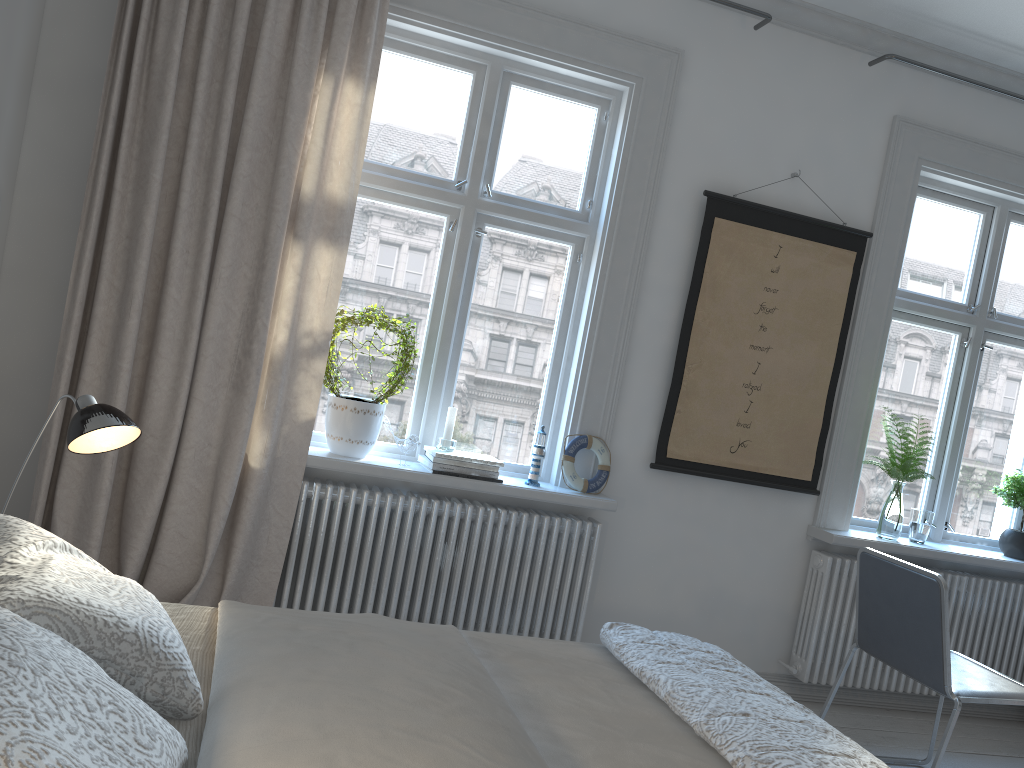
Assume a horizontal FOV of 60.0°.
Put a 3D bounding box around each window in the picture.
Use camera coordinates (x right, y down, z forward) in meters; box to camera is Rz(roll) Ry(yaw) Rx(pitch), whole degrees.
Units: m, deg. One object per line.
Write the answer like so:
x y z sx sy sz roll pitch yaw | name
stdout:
-10.646 -4.441 13.864 25.663 15.029 26.510 10 1 -15 | window
-3.686 -1.337 4.185 7.985 7.013 11.951 10 1 -15 | window

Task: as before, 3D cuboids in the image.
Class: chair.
1.433 1.008 2.971 0.525 0.798 0.561 10 2 -15 | chair

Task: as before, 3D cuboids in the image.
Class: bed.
-0.244 0.591 1.354 2.178 1.047 1.886 10 1 -15 | bed

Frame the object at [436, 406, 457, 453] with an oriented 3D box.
-0.237 0.168 3.344 0.074 0.173 0.074 12 2 30 | object

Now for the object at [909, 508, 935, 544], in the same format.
1.800 0.629 3.914 0.097 0.146 0.097 10 2 -9 | object

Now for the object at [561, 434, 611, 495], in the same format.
0.292 0.314 3.479 0.236 0.227 0.079 10 2 -29 | object

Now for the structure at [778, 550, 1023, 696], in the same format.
1.920 1.104 3.984 1.507 0.547 0.195 10 2 -15 | structure

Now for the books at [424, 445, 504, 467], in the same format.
-0.184 0.273 3.361 0.269 0.015 0.203 10 1 -18 | books

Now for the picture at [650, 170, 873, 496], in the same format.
1.054 -0.236 3.671 0.793 1.314 0.057 10 2 -15 | picture

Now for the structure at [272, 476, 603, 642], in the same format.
-0.390 0.682 3.352 1.507 0.547 0.195 10 2 -15 | structure

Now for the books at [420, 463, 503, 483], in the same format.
-0.194 0.334 3.357 0.273 0.013 0.219 10 1 -19 | books

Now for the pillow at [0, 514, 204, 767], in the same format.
-0.639 0.406 1.269 0.416 0.226 1.145 10 1 -22 | pillow

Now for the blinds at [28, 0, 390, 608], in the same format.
-0.967 -0.382 2.870 0.832 2.649 0.224 10 2 -15 | blinds

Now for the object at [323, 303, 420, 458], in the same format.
-0.560 -0.019 3.290 0.385 0.574 0.216 10 2 -34 | object

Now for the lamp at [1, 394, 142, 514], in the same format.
-1.281 0.443 2.243 0.451 0.937 0.799 9 2 -33 | lamp

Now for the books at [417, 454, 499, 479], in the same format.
-0.206 0.312 3.366 0.263 0.025 0.207 10 1 -22 | books

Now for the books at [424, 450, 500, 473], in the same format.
-0.192 0.291 3.361 0.254 0.022 0.207 10 1 -14 | books

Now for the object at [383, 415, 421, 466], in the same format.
-0.418 0.215 3.308 0.196 0.165 0.059 11 2 35 | object

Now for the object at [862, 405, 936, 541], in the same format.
1.664 0.392 3.854 0.304 0.565 0.414 11 2 19 | object

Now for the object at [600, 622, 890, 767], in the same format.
0.567 0.701 1.564 0.405 0.104 1.458 10 1 -15 | object

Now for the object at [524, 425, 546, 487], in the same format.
0.099 0.274 3.410 0.059 0.235 0.060 12 2 27 | object

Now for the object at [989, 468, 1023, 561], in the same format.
2.333 0.594 4.049 0.309 0.407 0.272 12 2 35 | object
